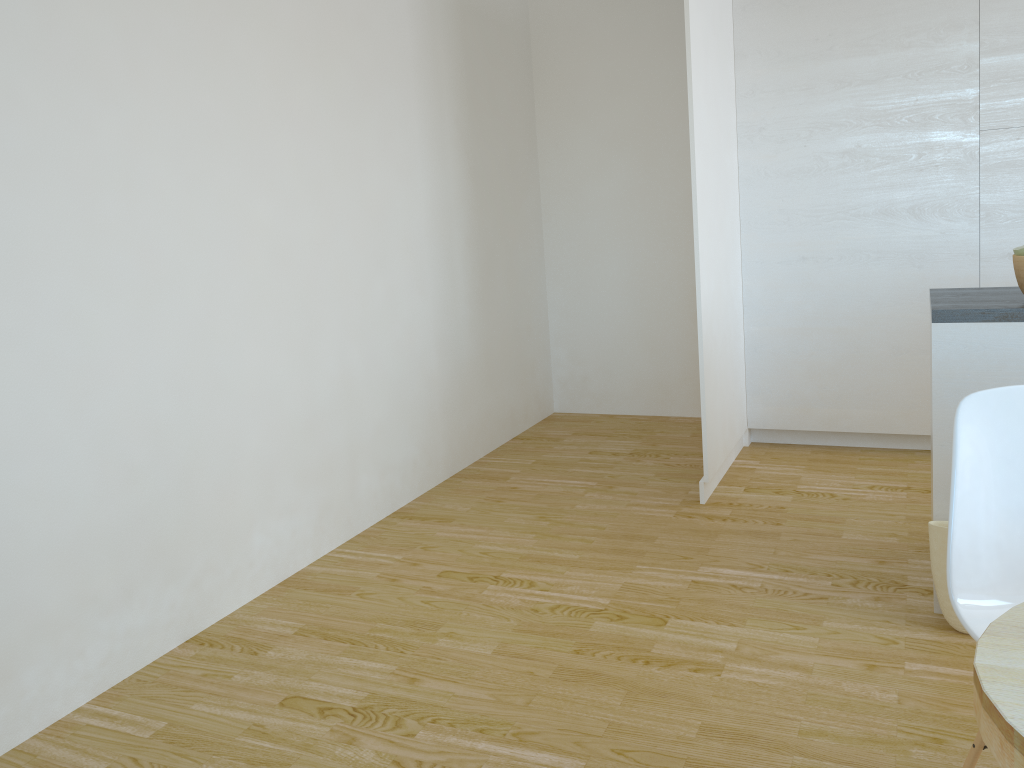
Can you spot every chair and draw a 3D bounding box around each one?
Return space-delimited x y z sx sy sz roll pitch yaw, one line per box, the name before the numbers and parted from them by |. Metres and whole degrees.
chair | 1.079 0.492 1.609 0.430 0.894 0.527 -5 8 -5

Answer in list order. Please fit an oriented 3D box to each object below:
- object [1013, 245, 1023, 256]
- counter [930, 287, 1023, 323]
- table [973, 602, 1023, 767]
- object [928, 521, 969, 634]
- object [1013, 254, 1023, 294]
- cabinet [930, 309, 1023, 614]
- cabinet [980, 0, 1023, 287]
object | 1.544 -0.393 2.643 0.084 0.065 0.086 3 12 37
counter | 2.461 -0.240 2.398 2.400 0.040 0.606 1 12 25
table | 1.591 0.721 0.685 2.189 0.719 1.205 1 11 23
object | 1.458 0.584 2.073 0.471 0.497 1.201 -3 10 3
object | 1.607 -0.318 2.633 0.206 0.140 0.206 -6 10 -13
cabinet | 2.494 0.226 2.459 2.400 0.902 0.606 1 10 25
cabinet | 3.727 -0.892 3.658 3.201 2.282 0.485 1 9 25
